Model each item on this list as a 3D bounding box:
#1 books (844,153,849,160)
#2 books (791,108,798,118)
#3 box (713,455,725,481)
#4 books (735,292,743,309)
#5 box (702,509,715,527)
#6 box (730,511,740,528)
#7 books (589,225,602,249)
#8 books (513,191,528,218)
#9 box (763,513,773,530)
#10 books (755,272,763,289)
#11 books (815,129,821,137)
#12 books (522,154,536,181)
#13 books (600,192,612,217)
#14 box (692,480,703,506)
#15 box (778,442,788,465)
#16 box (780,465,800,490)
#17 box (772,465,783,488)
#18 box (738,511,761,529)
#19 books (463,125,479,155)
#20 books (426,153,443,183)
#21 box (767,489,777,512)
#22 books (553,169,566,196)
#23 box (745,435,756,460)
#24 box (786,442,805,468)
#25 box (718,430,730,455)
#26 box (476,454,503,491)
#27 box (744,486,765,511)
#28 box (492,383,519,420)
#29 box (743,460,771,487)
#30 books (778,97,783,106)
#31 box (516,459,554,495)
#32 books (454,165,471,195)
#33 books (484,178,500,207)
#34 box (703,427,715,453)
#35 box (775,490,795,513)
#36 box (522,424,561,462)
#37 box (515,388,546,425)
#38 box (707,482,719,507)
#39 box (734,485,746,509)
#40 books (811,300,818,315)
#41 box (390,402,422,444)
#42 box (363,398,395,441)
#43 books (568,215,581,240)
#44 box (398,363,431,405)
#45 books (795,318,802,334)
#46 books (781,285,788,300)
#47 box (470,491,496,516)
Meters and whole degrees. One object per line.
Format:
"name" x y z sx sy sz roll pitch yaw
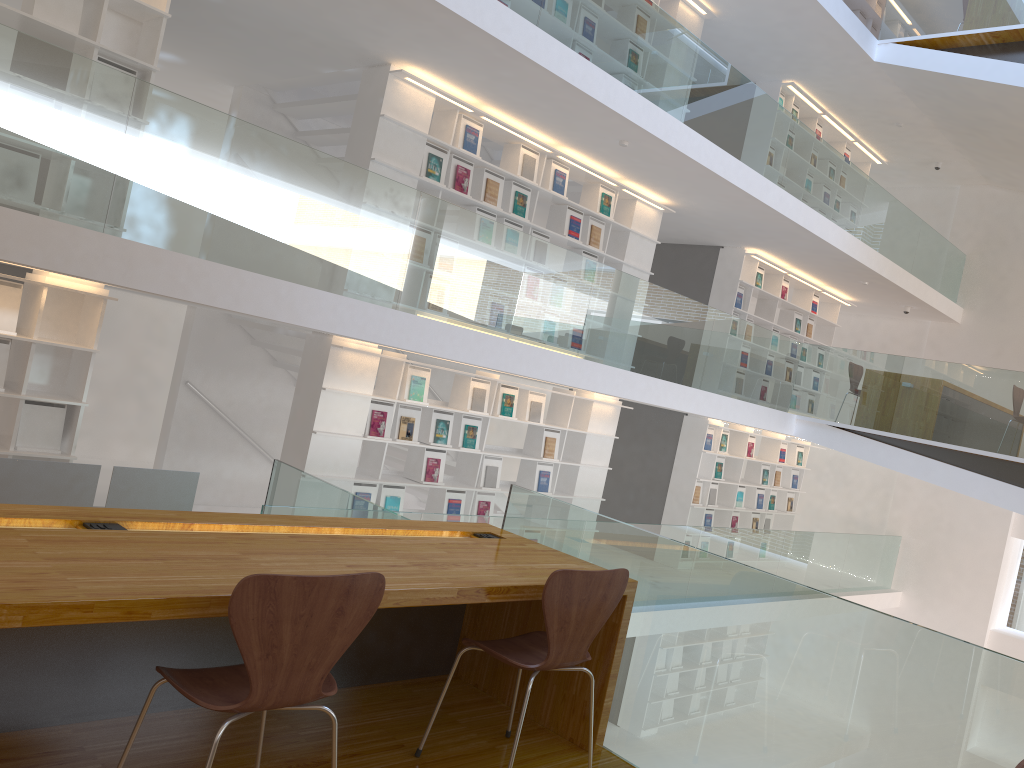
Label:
"books" 4.541 -3.024 12.055 0.037 0.210 0.145 12 0 44
"books" 3.466 -3.266 10.900 0.037 0.210 0.145 12 0 44
"box" 2.492 1.019 11.011 0.274 0.296 0.245 12 0 44
"books" 2.718 -0.992 10.638 0.037 0.210 0.145 12 0 44
"box" 2.364 1.669 11.025 0.274 0.296 0.245 12 0 44
"box" 2.800 1.760 11.493 0.274 0.296 0.245 12 0 44
"books" 0.797 -1.403 8.489 0.037 0.210 0.145 12 0 44
"books" 0.072 -1.555 7.708 0.037 0.210 0.145 12 0 44
"box" 3.424 1.891 12.161 0.274 0.296 0.245 12 0 44
"books" 3.037 -1.262 10.909 0.037 0.210 0.145 12 0 44
"books" 3.928 -3.153 11.398 0.037 0.210 0.145 12 0 44
"books" 0.146 -1.877 7.711 0.037 0.210 0.145 12 0 44
"books" 0.902 -1.718 8.523 0.037 0.210 0.145 12 0 44
"box" 2.153 1.289 10.724 0.274 0.296 0.245 12 0 44
"box" 3.624 0.926 12.150 0.274 0.296 0.245 12 0 44
"box" 3.910 1.321 12.532 0.274 0.296 0.245 12 0 44
"box" 3.555 1.247 12.151 0.274 0.296 0.245 12 0 44
"box" 3.182 1.840 11.902 0.274 0.296 0.245 12 0 44
"books" -0.332 -1.978 7.199 0.037 0.210 0.145 12 0 44
"books" -0.612 -1.695 6.981 0.037 0.210 0.145 12 0 44
"box" 3.479 1.567 12.146 0.274 0.296 0.245 12 0 44
"books" 0.430 -1.819 8.015 0.037 0.210 0.145 12 0 44
"box" 3.003 0.795 11.481 0.274 0.296 0.245 12 0 44
"box" 3.979 1.000 12.530 0.274 0.296 0.245 12 0 44
"box" 2.543 0.700 10.992 0.274 0.296 0.245 12 0 44
"box" -0.249 0.786 8.059 0.274 0.296 0.245 12 0 44
"box" 3.242 1.517 11.891 0.274 0.296 0.245 12 0 44
"box" -0.101 0.145 8.067 0.274 0.296 0.245 12 0 44
"box" 3.310 1.196 11.889 0.274 0.296 0.245 12 0 44
"books" 3.196 -3.326 10.609 0.037 0.210 0.145 12 0 44
"box" 0.240 0.889 8.583 0.274 0.296 0.245 12 0 44
"books" -0.405 -1.656 7.201 0.037 0.210 0.145 12 0 44
"books" -0.171 -1.606 7.453 0.037 0.210 0.145 12 0 44
"box" 2.291 0.649 10.722 0.274 0.296 0.245 12 0 44
"box" 3.850 1.644 12.543 0.274 0.296 0.245 12 0 44
"box" 0.308 0.567 8.580 0.274 0.296 0.245 12 0 44
"box" -2.524 1.420 5.860 0.498 3.764 7.125 12 0 44
"box" 2.407 1.342 10.996 0.274 0.296 0.245 12 0 44
"box" 2.879 1.441 11.502 0.274 0.296 0.245 12 0 44
"books" 4.112 -1.020 12.064 0.037 0.210 0.145 12 0 44
"box" -0.910 0.312 7.293 0.274 0.296 0.245 12 0 44
"box" -1.106 0.269 7.064 0.274 0.296 0.245 12 0 44
"books" 0.584 -1.450 8.260 0.037 0.210 0.145 12 0 44
"box" -0.832 -0.008 7.283 0.274 0.296 0.245 12 0 44
"books" 3.809 -0.762 11.812 0.037 0.210 0.145 12 0 44
"books" 3.498 -1.149 11.407 0.037 0.210 0.145 12 0 44
"box" -0.314 1.108 8.064 0.274 0.296 0.245 12 0 44
